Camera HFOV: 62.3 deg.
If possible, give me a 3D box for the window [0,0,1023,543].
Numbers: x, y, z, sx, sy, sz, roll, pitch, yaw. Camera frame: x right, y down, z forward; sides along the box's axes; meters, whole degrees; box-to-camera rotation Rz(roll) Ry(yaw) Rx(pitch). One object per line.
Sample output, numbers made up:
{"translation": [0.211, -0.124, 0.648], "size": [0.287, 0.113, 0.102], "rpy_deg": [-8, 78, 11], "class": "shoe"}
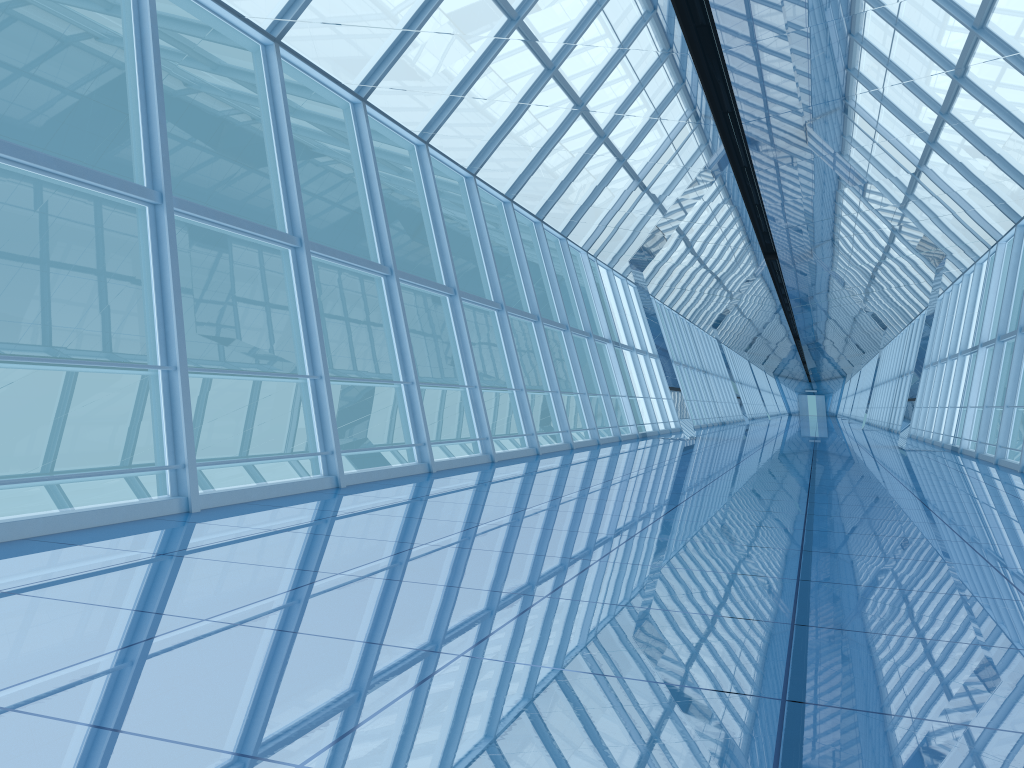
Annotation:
{"translation": [15.713, -0.272, 45.651], "size": [9.897, 4.941, 105.782], "rpy_deg": [0, -1, 20], "class": "window"}
